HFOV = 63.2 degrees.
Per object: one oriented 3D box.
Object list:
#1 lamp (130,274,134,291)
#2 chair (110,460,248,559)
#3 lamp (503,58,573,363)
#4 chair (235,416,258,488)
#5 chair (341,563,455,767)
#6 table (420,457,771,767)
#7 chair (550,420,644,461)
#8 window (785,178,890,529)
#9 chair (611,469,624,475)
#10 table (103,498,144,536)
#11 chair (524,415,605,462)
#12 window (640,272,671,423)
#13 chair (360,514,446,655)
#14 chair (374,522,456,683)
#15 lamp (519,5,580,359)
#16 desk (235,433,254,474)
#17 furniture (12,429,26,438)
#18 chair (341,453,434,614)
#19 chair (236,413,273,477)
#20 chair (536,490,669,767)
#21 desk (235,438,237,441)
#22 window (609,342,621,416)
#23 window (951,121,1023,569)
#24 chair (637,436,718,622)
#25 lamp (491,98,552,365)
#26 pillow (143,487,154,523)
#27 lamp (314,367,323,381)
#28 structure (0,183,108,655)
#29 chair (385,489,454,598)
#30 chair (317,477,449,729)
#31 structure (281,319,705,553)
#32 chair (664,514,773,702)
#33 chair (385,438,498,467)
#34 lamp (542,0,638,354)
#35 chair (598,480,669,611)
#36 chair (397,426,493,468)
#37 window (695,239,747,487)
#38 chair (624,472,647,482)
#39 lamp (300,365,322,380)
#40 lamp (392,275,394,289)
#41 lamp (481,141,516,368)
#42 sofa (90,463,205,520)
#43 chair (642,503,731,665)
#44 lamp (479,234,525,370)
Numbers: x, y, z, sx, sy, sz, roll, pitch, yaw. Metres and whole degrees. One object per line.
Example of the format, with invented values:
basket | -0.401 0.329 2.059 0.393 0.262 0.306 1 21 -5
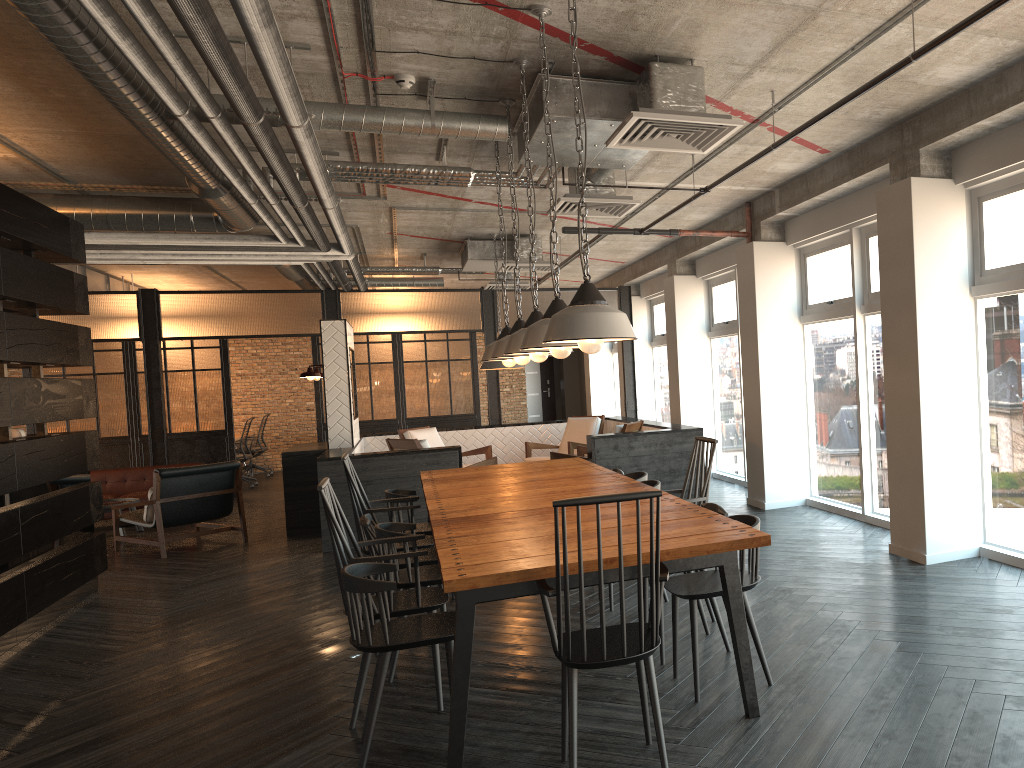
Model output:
lamp | -5.299 -1.050 12.720 0.326 0.858 3.118 -4 0 -8
chair | -3.168 1.146 7.892 0.873 0.796 0.863 -2 1 39
lamp | 0.096 -0.981 4.411 0.383 1.738 0.349 -4 2 -4
chair | -4.234 1.042 12.484 0.774 1.063 0.626 -4 1 -16
chair | -0.399 1.059 3.259 0.493 0.738 0.338 -4 2 -17
table | 0.174 0.996 4.609 1.305 0.792 3.423 -3 0 -9
chair | 0.936 0.879 9.095 0.871 0.907 0.777 -3 1 18
window | 3.108 -0.207 7.405 0.268 2.876 2.275 -4 1 -8
chair | 0.594 1.001 6.081 0.514 0.726 0.338 -4 1 -17
table | -4.239 1.407 8.516 0.799 0.372 0.628 -3 1 -21
chair | 0.712 0.883 10.599 0.623 0.907 1.072 -2 1 36
window | 2.430 -0.197 12.498 0.268 2.876 2.275 -4 1 -8
chair | -0.571 1.067 4.630 0.514 0.726 0.338 -4 1 -17
chair | -0.429 1.056 4.210 0.493 0.738 0.338 -4 2 -17
lamp | 0.177 -0.982 3.804 0.417 1.738 0.315 -4 2 -27
desk | -4.864 1.240 13.804 0.881 0.720 1.499 -3 1 -11
furniture | -4.299 0.982 5.287 2.087 1.261 0.530 -3 1 -21
chair | -0.723 0.919 5.030 0.543 1.033 0.414 -4 2 -16
chair | -4.434 1.045 13.991 0.774 1.063 0.626 -4 1 -16
chair | 0.337 0.876 2.957 0.496 1.033 0.455 -4 2 -10
desk | -4.665 1.237 12.315 0.881 0.720 1.499 -3 1 -11
window | 2.091 -0.193 15.046 0.268 2.876 2.275 -4 1 -8
window | 3.446 -0.211 4.862 0.268 2.876 2.275 -4 1 -8
chair | 0.923 0.838 4.774 0.543 1.033 0.414 -4 2 -16
lamp | 0.015 -0.980 5.018 0.368 1.738 0.364 -3 2 3
pillow | -3.036 1.086 7.782 0.218 0.334 0.781 -2 1 42
lamp | -2.132 -0.122 9.147 0.166 0.171 0.262 -2 1 42
structure | -5.968 0.333 2.564 6.773 2.743 4.949 -3 1 -17
chair | -0.586 1.057 5.569 0.493 0.738 0.338 -4 2 -17
chair | -0.543 0.916 3.678 0.543 1.033 0.414 -4 2 -16
structure | -0.296 0.333 9.527 4.394 2.116 3.345 -3 1 -16
chair | 0.922 0.990 3.779 0.493 0.738 0.338 -4 2 -17
chair | -0.680 0.963 8.492 1.088 0.907 0.611 -4 1 -45
lamp | 0.258 -0.983 3.195 0.326 1.738 0.405 -3 2 27
chair | 0.725 0.993 5.217 0.493 0.738 0.338 -4 2 -17
chair | -0.771 0.961 9.931 0.849 0.907 0.794 -3 1 24
window | 2.769 -0.202 9.949 0.268 2.876 2.275 -4 1 -8
chair | 0.723 0.991 5.703 0.493 0.738 0.338 -4 2 -17
lamp | -2.046 -0.123 8.496 0.166 0.171 0.262 -2 1 42
lamp | -1.967 -1.223 14.031 0.326 0.858 3.118 -4 0 -8
lamp | -0.066 -0.979 5.625 0.368 1.738 0.364 -3 2 3
sofa | -4.375 1.279 9.356 1.798 0.638 0.603 -3 1 -20
chair | 0.869 0.996 4.258 0.514 0.726 0.338 -4 1 -17
lamp | -0.157 -0.946 9.553 0.542 1.546 0.476 -4 2 -8
